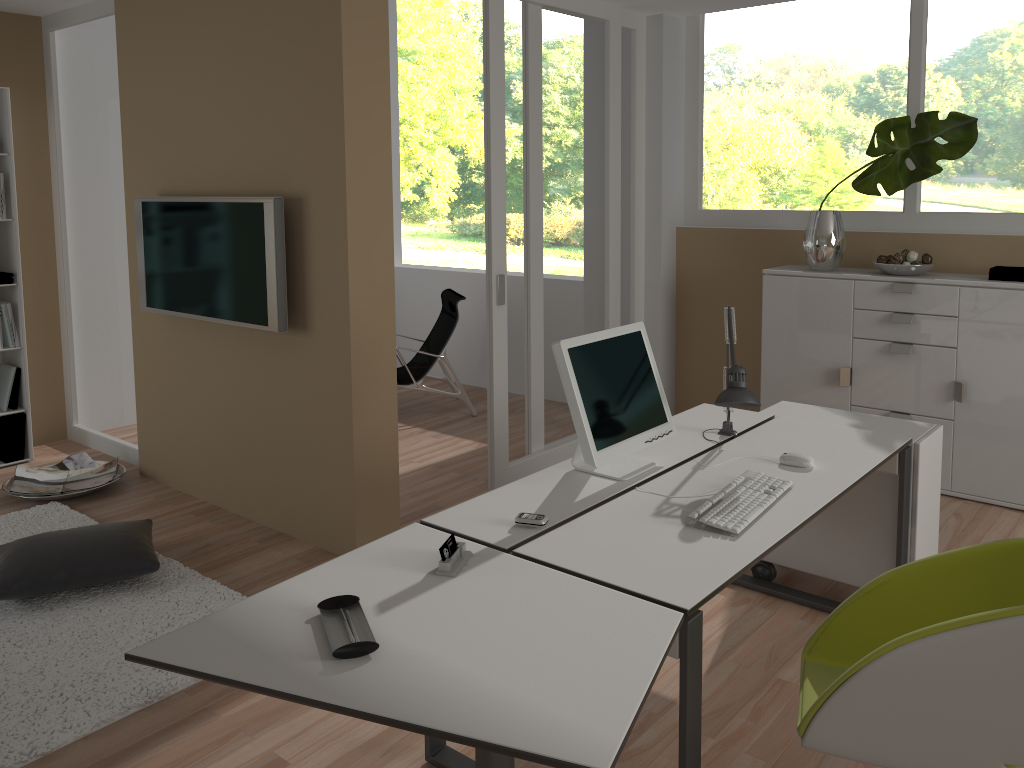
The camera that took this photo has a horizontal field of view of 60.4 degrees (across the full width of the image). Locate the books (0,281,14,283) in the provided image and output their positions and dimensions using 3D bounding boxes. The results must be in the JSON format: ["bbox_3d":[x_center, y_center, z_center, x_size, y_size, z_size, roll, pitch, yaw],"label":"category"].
[{"bbox_3d":[-3.021,-0.587,5.031,0.299,0.006,0.213,10,16,39],"label":"books"}]

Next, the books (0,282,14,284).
[{"bbox_3d":[-3.021,-0.581,5.032,0.299,0.006,0.213,10,16,39],"label":"books"}]

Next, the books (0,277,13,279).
[{"bbox_3d":[-3.023,-0.609,5.028,0.299,0.006,0.212,10,17,40],"label":"books"}]

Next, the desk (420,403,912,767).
[{"bbox_3d":[0.575,0.612,2.742,0.810,0.676,1.620,8,14,39],"label":"desk"}]

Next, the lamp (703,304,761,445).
[{"bbox_3d":[0.713,0.033,2.916,0.140,0.521,0.549,0,9,5],"label":"lamp"}]

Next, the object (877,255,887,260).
[{"bbox_3d":[1.983,-0.658,4.712,0.056,0.064,0.053,2,9,19],"label":"object"}]

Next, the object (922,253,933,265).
[{"bbox_3d":[2.135,-0.639,4.529,0.053,0.067,0.053,-8,11,-41],"label":"object"}]

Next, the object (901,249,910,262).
[{"bbox_3d":[2.094,-0.682,4.680,0.053,0.070,0.054,-9,12,-43],"label":"object"}]

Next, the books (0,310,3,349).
[{"bbox_3d":[-2.985,-0.337,5.047,0.209,0.255,0.040,7,9,40],"label":"books"}]

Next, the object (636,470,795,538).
[{"bbox_3d":[0.540,0.326,2.506,0.390,0.078,0.462,8,15,34],"label":"object"}]

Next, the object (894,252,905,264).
[{"bbox_3d":[2.023,-0.656,4.597,0.053,0.063,0.056,3,10,24],"label":"object"}]

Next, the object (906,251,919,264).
[{"bbox_3d":[2.080,-0.658,4.574,0.051,0.066,0.057,-5,10,-27],"label":"object"}]

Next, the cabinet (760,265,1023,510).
[{"bbox_3d":[2.104,-0.036,4.651,1.534,1.068,0.420,8,11,39],"label":"cabinet"}]

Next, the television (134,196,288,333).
[{"bbox_3d":[-1.430,-0.583,4.099,1.182,0.570,0.055,9,11,39],"label":"television"}]

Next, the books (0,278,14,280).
[{"bbox_3d":[-3.020,-0.603,5.029,0.299,0.006,0.213,10,16,39],"label":"books"}]

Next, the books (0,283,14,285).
[{"bbox_3d":[-3.023,-0.576,5.032,0.299,0.007,0.213,10,16,39],"label":"books"}]

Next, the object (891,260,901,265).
[{"bbox_3d":[1.992,-0.611,4.568,0.052,0.064,0.057,-7,11,-37],"label":"object"}]

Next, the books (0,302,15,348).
[{"bbox_3d":[-2.948,-0.346,5.084,0.209,0.256,0.060,7,10,40],"label":"books"}]

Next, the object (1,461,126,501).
[{"bbox_3d":[-2.358,0.526,4.651,0.585,0.062,0.596,3,13,15],"label":"object"}]

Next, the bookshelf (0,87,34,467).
[{"bbox_3d":[-3.265,-0.539,4.745,0.334,2.112,1.049,4,9,39],"label":"bookshelf"}]

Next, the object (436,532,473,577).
[{"bbox_3d":[-0.134,0.397,2.069,0.049,0.055,0.132,2,12,15],"label":"object"}]

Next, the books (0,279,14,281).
[{"bbox_3d":[-3.020,-0.598,5.029,0.299,0.006,0.213,10,16,39],"label":"books"}]

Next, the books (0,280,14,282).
[{"bbox_3d":[-3.023,-0.593,5.032,0.299,0.006,0.213,9,16,37],"label":"books"}]

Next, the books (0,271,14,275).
[{"bbox_3d":[-3.018,-0.629,5.024,0.299,0.006,0.213,10,16,39],"label":"books"}]

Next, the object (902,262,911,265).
[{"bbox_3d":[2.048,-0.602,4.570,0.055,0.065,0.053,5,10,30],"label":"object"}]

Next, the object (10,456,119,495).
[{"bbox_3d":[-2.366,0.495,4.661,0.500,0.095,0.348,-5,13,-20],"label":"object"}]

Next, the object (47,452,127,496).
[{"bbox_3d":[-2.345,0.495,4.709,0.502,0.095,0.347,10,16,39],"label":"object"}]

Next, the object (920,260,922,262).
[{"bbox_3d":[2.144,-0.618,4.578,0.052,0.065,0.057,3,10,24],"label":"object"}]

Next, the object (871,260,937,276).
[{"bbox_3d":[2.060,-0.610,4.634,0.314,0.062,0.320,1,13,5],"label":"object"}]

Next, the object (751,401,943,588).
[{"bbox_3d":[1.274,0.470,3.395,0.626,0.666,0.311,7,10,40],"label":"object"}]

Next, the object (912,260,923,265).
[{"bbox_3d":[2.093,-0.606,4.543,0.054,0.063,0.057,2,9,17],"label":"object"}]

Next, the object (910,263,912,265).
[{"bbox_3d":[2.096,-0.607,4.601,0.056,0.060,0.057,-4,10,-21],"label":"object"}]

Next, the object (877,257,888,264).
[{"bbox_3d":[1.963,-0.640,4.663,0.056,0.060,0.055,-2,9,-6],"label":"object"}]

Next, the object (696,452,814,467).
[{"bbox_3d":[0.763,0.258,2.794,0.371,0.078,0.143,4,12,18],"label":"object"}]

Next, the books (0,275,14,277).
[{"bbox_3d":[-3.019,-0.620,5.030,0.299,0.007,0.213,10,16,39],"label":"books"}]

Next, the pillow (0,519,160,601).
[{"bbox_3d":[-1.748,0.694,3.520,0.611,0.206,0.591,-6,13,-24],"label":"pillow"}]

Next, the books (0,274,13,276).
[{"bbox_3d":[-3.020,-0.624,5.024,0.299,0.007,0.213,10,16,39],"label":"books"}]

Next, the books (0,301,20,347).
[{"bbox_3d":[-2.931,-0.350,5.103,0.209,0.256,0.060,7,9,40],"label":"books"}]

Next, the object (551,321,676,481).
[{"bbox_3d":[0.323,0.049,2.749,0.198,0.425,0.471,5,11,39],"label":"object"}]

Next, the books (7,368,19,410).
[{"bbox_3d":[-2.946,0.017,5.152,0.212,0.235,0.043,7,10,40],"label":"books"}]

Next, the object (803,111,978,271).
[{"bbox_3d":[1.993,-1.009,4.665,0.863,0.833,0.267,7,10,37],"label":"object"}]

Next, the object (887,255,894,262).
[{"bbox_3d":[2.032,-0.663,4.735,0.054,0.063,0.057,-1,9,-1],"label":"object"}]

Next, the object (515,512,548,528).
[{"bbox_3d":[0.051,0.355,2.300,0.084,0.021,0.048,4,12,19],"label":"object"}]

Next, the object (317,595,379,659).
[{"bbox_3d":[-0.330,0.482,1.758,0.090,0.030,0.219,-5,13,-19],"label":"object"}]
